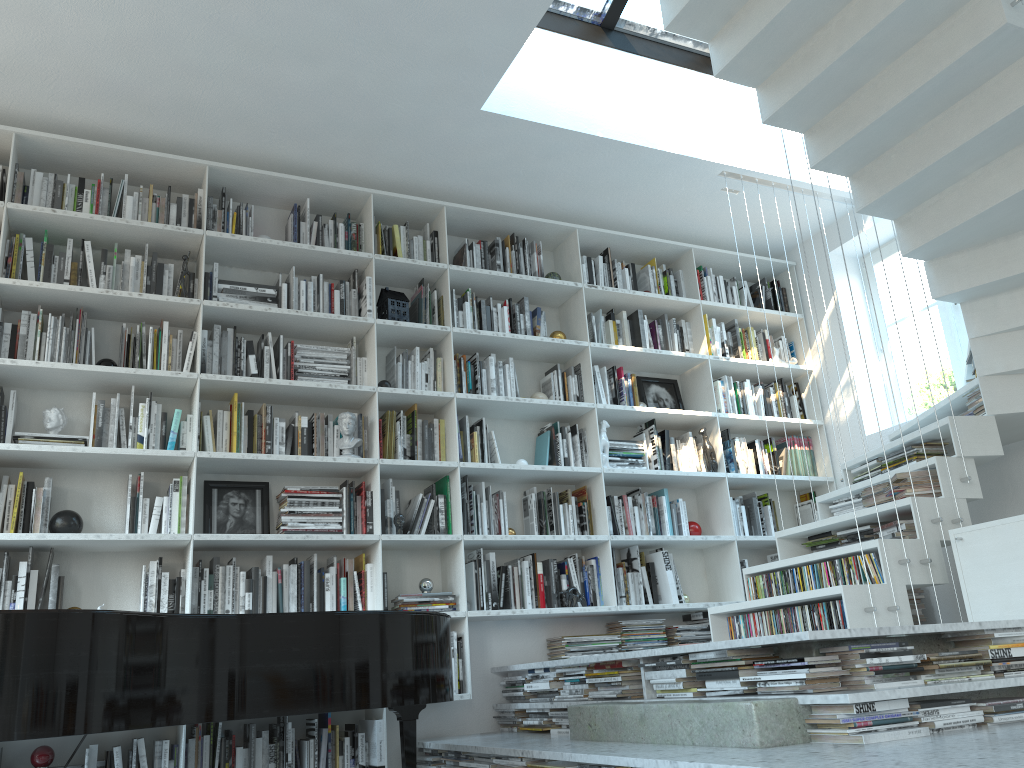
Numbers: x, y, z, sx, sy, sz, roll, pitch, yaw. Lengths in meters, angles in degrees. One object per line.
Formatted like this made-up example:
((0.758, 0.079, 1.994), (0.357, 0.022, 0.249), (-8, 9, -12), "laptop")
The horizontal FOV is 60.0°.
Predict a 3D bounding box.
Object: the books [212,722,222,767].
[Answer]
((-1.267, 1.605, 3.774), (0.034, 0.310, 0.170), (4, -20, -25), "books")

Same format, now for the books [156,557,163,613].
((-1.553, 0.915, 3.890), (0.014, 0.290, 0.132), (4, -20, -25), "books")

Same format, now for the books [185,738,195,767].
((-1.355, 1.620, 3.713), (0.026, 0.255, 0.184), (4, -20, -25), "books")

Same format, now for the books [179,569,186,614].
((-1.471, 0.953, 3.945), (0.019, 0.241, 0.108), (4, -20, -25), "books")

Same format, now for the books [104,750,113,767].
((-1.642, 1.612, 3.594), (0.028, 0.237, 0.136), (4, -20, -25), "books")

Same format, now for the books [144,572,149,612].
((-1.601, 0.944, 3.865), (0.015, 0.224, 0.148), (4, -20, -25), "books")

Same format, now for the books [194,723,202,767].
((-1.334, 1.589, 3.755), (0.014, 0.339, 0.140), (4, -20, -25), "books")

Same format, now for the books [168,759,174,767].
((-1.425, 1.653, 3.676), (0.024, 0.179, 0.172), (4, -20, -25), "books")

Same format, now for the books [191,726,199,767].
((-1.338, 1.601, 3.728), (0.014, 0.299, 0.185), (4, -20, -25), "books")

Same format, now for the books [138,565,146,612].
((-1.611, 0.927, 3.857), (0.012, 0.253, 0.161), (4, -20, -25), "books")

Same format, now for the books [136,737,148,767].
((-1.517, 1.601, 3.650), (0.073, 0.275, 0.181), (4, -20, -25), "books")

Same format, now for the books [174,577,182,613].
((-1.478, 0.962, 3.908), (0.024, 0.200, 0.159), (4, -20, -25), "books")

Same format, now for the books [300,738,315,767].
((-0.903, 1.679, 3.913), (0.029, 0.209, 0.171), (4, -20, -25), "books")

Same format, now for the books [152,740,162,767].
((-1.478, 1.617, 3.680), (0.025, 0.258, 0.133), (4, -20, -25), "books")

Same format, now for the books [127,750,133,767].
((-1.563, 1.616, 3.616), (0.011, 0.231, 0.174), (4, -20, -25), "books")

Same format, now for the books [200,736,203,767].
((-1.326, 1.632, 3.758), (0.010, 0.258, 0.131), (4, -20, -25), "books")

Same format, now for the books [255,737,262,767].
((-1.111, 1.657, 3.843), (0.030, 0.234, 0.138), (4, -20, -25), "books")

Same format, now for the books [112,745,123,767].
((-1.598, 1.604, 3.606), (0.062, 0.252, 0.178), (4, -20, -25), "books")

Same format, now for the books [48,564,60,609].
((-1.914, 0.894, 3.702), (0.027, 0.260, 0.164), (4, -20, -25), "books")

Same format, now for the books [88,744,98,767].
((-1.697, 1.594, 3.574), (0.031, 0.264, 0.145), (4, -20, -25), "books")

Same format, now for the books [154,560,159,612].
((-1.565, 0.921, 3.886), (0.010, 0.276, 0.156), (4, -20, -25), "books")

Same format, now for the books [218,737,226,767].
((-1.244, 1.641, 3.785), (0.022, 0.246, 0.144), (4, -20, -25), "books")

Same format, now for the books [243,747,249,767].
((-1.164, 1.674, 3.821), (0.030, 0.196, 0.143), (4, -20, -25), "books")

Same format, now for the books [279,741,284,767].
((-1.023, 1.671, 3.869), (0.022, 0.212, 0.167), (4, -20, -25), "books")

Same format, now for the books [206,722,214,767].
((-1.289, 1.591, 3.767), (0.012, 0.336, 0.144), (4, -20, -25), "books")

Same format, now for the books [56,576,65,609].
((-1.896, 0.923, 3.717), (0.023, 0.211, 0.160), (4, -20, -25), "books")

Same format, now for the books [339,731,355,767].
((-0.746, 1.689, 4.006), (0.028, 0.227, 0.162), (4, -20, -25), "books")

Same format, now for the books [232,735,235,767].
((-1.208, 1.641, 3.805), (0.012, 0.254, 0.151), (4, -20, -25), "books")

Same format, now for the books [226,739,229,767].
((-1.227, 1.645, 3.788), (0.012, 0.238, 0.129), (4, -20, -25), "books")

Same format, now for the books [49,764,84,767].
((-1.856, 1.525, 3.509), (0.285, 0.005, 0.160), (3, -20, -20), "books")

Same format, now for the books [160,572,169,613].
((-1.528, 0.947, 3.881), (0.029, 0.220, 0.153), (4, -20, -25), "books")

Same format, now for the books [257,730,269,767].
((-1.086, 1.647, 3.859), (0.028, 0.260, 0.133), (4, -20, -25), "books")

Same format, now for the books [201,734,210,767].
((-1.307, 1.628, 3.757), (0.025, 0.262, 0.145), (4, -20, -25), "books")

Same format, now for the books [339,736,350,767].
((-0.763, 1.694, 3.982), (0.022, 0.204, 0.192), (4, -20, -25), "books")

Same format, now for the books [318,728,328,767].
((-0.858, 1.660, 3.932), (0.044, 0.250, 0.187), (4, -20, -25), "books")

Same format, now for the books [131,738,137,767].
((-1.551, 1.594, 3.621), (0.012, 0.273, 0.181), (4, -20, -25), "books")

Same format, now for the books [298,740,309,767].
((-0.919, 1.678, 3.900), (0.010, 0.205, 0.180), (4, -20, -25), "books")

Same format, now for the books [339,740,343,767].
((-0.787, 1.702, 3.979), (0.024, 0.190, 0.155), (4, -20, -25), "books")

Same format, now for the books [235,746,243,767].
((-1.178, 1.658, 3.784), (0.028, 0.205, 0.175), (4, -20, -25), "books")

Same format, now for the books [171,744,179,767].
((-1.415, 1.634, 3.711), (0.021, 0.236, 0.116), (4, -20, -25), "books")

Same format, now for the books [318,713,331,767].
((-0.836, 1.632, 3.958), (0.013, 0.316, 0.187), (4, -20, -25), "books")

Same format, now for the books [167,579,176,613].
((-1.508, 0.967, 3.907), (0.031, 0.194, 0.142), (4, -20, -25), "books")

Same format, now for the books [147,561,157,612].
((-1.576, 0.919, 3.866), (0.027, 0.268, 0.159), (4, -20, -25), "books")

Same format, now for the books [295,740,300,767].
((-0.955, 1.683, 3.918), (0.040, 0.211, 0.129), (4, -20, -25), "books")

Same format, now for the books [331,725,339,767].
((-0.801, 1.666, 3.973), (0.011, 0.257, 0.172), (4, -20, -25), "books")

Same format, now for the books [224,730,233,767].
((-1.219, 1.630, 3.802), (0.012, 0.275, 0.155), (4, -20, -25), "books")

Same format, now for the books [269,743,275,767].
((-1.059, 1.676, 3.859), (0.024, 0.203, 0.145), (4, -20, -25), "books")

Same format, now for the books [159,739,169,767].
((-1.443, 1.608, 3.664), (0.024, 0.259, 0.190), (4, -20, -25), "books")

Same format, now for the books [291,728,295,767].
((-0.982, 1.654, 3.905), (0.024, 0.261, 0.132), (4, -20, -25), "books")

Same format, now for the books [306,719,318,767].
((-0.889, 1.642, 3.936), (0.011, 0.291, 0.184), (4, -20, -25), "books")

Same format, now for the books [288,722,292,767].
((-0.994, 1.636, 3.887), (0.014, 0.287, 0.185), (4, -20, -25), "books")

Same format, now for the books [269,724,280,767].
((-1.039, 1.634, 3.869), (0.013, 0.284, 0.185), (4, -20, -25), "books")

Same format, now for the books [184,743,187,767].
((-1.381, 1.635, 3.723), (0.010, 0.237, 0.134), (4, -20, -25), "books")

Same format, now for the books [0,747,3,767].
((-2.006, 1.561, 3.433), (0.027, 0.281, 0.130), (4, -20, -25), "books")

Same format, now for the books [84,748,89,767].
((-1.709, 1.593, 3.550), (0.012, 0.253, 0.161), (4, -20, -25), "books")

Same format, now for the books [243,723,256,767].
((-1.137, 1.626, 3.838), (0.026, 0.293, 0.155), (4, -20, -25), "books")

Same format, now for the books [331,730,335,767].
((-0.825, 1.679, 3.975), (0.028, 0.238, 0.140), (4, -20, -25), "books")

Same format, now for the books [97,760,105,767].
((-1.662, 1.622, 3.567), (0.029, 0.201, 0.178), (4, -20, -25), "books")

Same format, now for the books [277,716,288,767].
((-1.007, 1.612, 3.888), (0.014, 0.334, 0.183), (4, -20, -25), "books")
